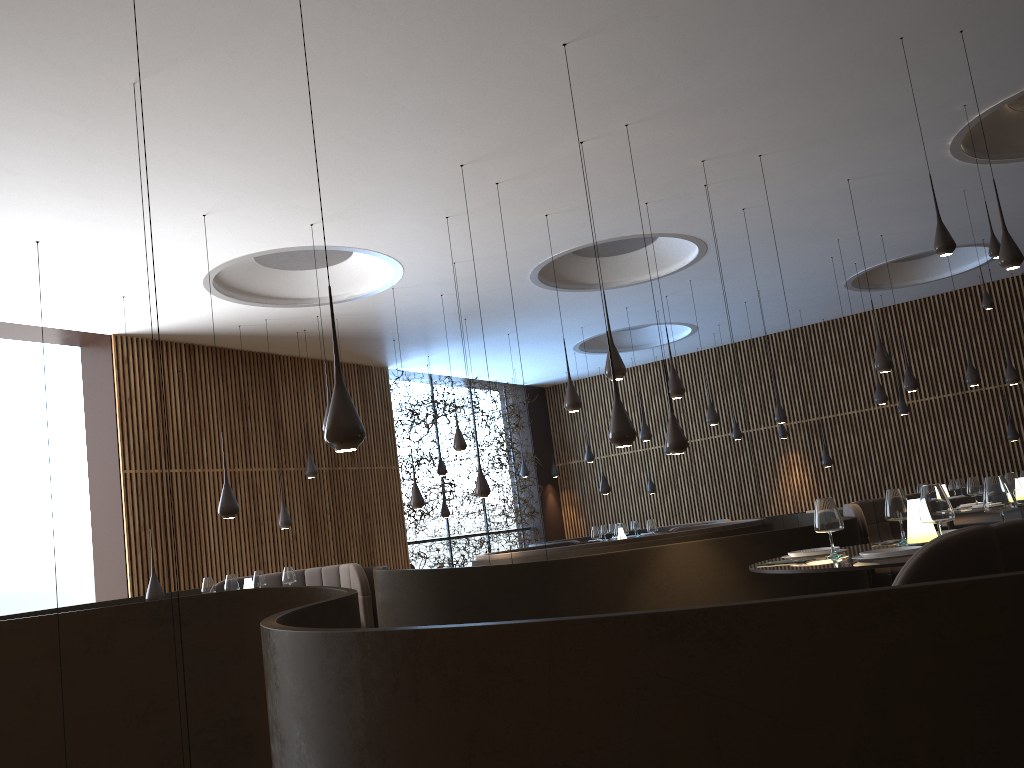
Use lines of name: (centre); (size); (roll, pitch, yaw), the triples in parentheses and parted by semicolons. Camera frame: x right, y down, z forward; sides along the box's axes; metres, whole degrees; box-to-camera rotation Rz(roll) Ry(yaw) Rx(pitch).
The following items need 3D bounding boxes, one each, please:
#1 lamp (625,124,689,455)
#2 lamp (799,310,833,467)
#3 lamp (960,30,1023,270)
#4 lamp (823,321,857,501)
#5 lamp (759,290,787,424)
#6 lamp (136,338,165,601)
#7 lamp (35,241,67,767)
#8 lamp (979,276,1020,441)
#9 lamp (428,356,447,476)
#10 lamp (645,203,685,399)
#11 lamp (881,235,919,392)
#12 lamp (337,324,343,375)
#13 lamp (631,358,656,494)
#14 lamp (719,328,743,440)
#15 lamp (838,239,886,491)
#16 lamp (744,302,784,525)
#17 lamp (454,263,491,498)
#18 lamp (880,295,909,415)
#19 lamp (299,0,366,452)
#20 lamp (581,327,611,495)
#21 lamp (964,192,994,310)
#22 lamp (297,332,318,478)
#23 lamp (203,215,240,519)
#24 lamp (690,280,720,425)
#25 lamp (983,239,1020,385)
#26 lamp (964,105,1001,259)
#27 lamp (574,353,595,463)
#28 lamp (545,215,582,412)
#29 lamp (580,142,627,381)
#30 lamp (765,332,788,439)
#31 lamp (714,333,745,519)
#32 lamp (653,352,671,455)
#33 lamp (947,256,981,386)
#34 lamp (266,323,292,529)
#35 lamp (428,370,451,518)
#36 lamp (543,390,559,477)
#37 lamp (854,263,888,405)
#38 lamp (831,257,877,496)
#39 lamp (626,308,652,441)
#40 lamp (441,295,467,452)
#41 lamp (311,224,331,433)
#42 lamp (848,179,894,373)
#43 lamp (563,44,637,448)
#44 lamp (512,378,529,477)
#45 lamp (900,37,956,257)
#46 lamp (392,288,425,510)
lamp: (1.211, -0.858, 7.686); (0.196, 2.950, 0.196); (-14, -10, 38)
lamp: (5.587, 0.067, 16.413); (0.196, 2.950, 0.196); (-10, -9, 18)
lamp: (3.271, -1.630, 6.109); (0.153, 1.730, 0.153); (-7, -8, -2)
lamp: (6.624, 1.772, 17.282); (0.196, 6.253, 0.196); (0, -11, -41)
lamp: (4.225, -0.455, 14.506); (0.196, 2.216, 0.197); (-4, -9, -21)
lamp: (-4.035, 0.933, 9.779); (0.196, 2.950, 0.196); (-6, -8, -12)
lamp: (-3.297, 1.959, 6.467); (0.196, 6.253, 0.196); (0, -11, -41)
lamp: (8.498, -0.463, 15.546); (0.196, 2.950, 0.196); (-10, -9, 18)
lamp: (-1.402, 0.578, 16.227); (0.196, 2.216, 0.197); (-4, -9, -21)
lamp: (1.647, -0.934, 9.754); (0.196, 2.216, 0.196); (-12, -9, 28)
lamp: (5.301, -0.986, 12.216); (0.196, 2.216, 0.197); (-4, -9, -21)
lamp: (-2.475, -0.216, 12.910); (0.133, 1.503, 0.133); (-12, -9, 28)
lamp: (2.793, 0.890, 19.071); (0.196, 2.950, 0.196); (-10, -9, 18)
lamp: (4.107, -0.041, 16.828); (0.196, 2.216, 0.196); (-10, -9, 18)
lamp: (4.935, 1.064, 11.870); (0.196, 6.253, 0.197); (-4, -9, -21)
lamp: (4.447, 1.651, 14.918); (0.196, 6.253, 0.196); (0, -11, -41)
lamp: (-0.533, -0.074, 10.923); (0.196, 2.950, 0.196); (-7, -8, -2)
lamp: (6.897, -0.537, 16.068); (0.196, 2.216, 0.196); (-9, -8, 8)
lamp: (-0.978, -1.131, 4.429); (0.196, 2.950, 0.196); (0, -11, -41)
lamp: (1.425, 0.449, 15.460); (0.196, 2.950, 0.196); (-12, -9, 28)
lamp: (5.668, -1.645, 10.821); (0.133, 1.503, 0.133); (-12, -9, 28)
lamp: (-3.121, 0.305, 13.327); (0.196, 2.216, 0.196); (-2, -10, -31)
lamp: (-2.816, -0.200, 8.447); (0.196, 2.950, 0.197); (-4, -9, -21)
lamp: (2.850, -0.482, 13.303); (0.196, 2.216, 0.197); (-4, -9, -21)
lamp: (7.212, -1.079, 13.151); (0.196, 2.216, 0.196); (-10, -9, 18)
lamp: (4.396, -1.906, 8.312); (0.133, 1.503, 0.133); (-12, -9, 28)
lamp: (1.406, 0.463, 17.699); (0.196, 2.216, 0.196); (-10, -9, 18)
lamp: (0.526, -0.791, 9.710); (0.196, 2.216, 0.196); (-14, -10, 38)
lamp: (0.780, -1.124, 7.964); (0.196, 2.216, 0.197); (-4, -9, -21)
lamp: (5.370, 0.018, 18.136); (0.196, 2.216, 0.196); (-10, -9, 18)
lamp: (4.443, 2.060, 17.296); (0.196, 6.253, 0.196); (0, -11, -41)
lamp: (3.083, 0.355, 18.349); (0.196, 2.216, 0.196); (-10, -9, 18)
lamp: (6.333, -1.064, 12.571); (0.196, 2.216, 0.196); (-12, -9, 28)
lamp: (-3.298, 0.536, 12.363); (0.196, 2.950, 0.196); (-10, -9, 18)
lamp: (-1.438, 1.075, 16.919); (0.196, 2.950, 0.197); (-4, -9, -21)
lamp: (0.877, 1.110, 21.063); (0.196, 2.216, 0.196); (-2, -10, -31)
lamp: (5.453, -0.780, 13.553); (0.196, 2.216, 0.197); (-4, -9, -21)
lamp: (5.162, 1.183, 12.738); (0.196, 6.253, 0.197); (-4, -9, -21)
lamp: (2.034, -0.169, 14.478); (0.196, 2.216, 0.197); (-4, -9, -21)
lamp: (-0.847, -0.162, 12.323); (0.196, 2.216, 0.196); (-12, -9, 28)
lamp: (-1.948, -0.573, 9.090); (0.196, 2.216, 0.197); (-4, -9, -21)
lamp: (3.937, -1.218, 9.846); (0.196, 2.216, 0.196); (-6, -8, -12)
lamp: (0.572, -1.023, 6.240); (0.196, 2.950, 0.197); (-4, -9, -21)
lamp: (0.148, 0.958, 19.626); (0.196, 2.216, 0.196); (-2, -10, -31)
lamp: (2.676, -1.557, 5.762); (0.132, 1.493, 0.132); (-14, -10, 38)
lamp: (-1.406, 0.170, 11.673); (0.196, 2.950, 0.196); (-6, -8, -11)
